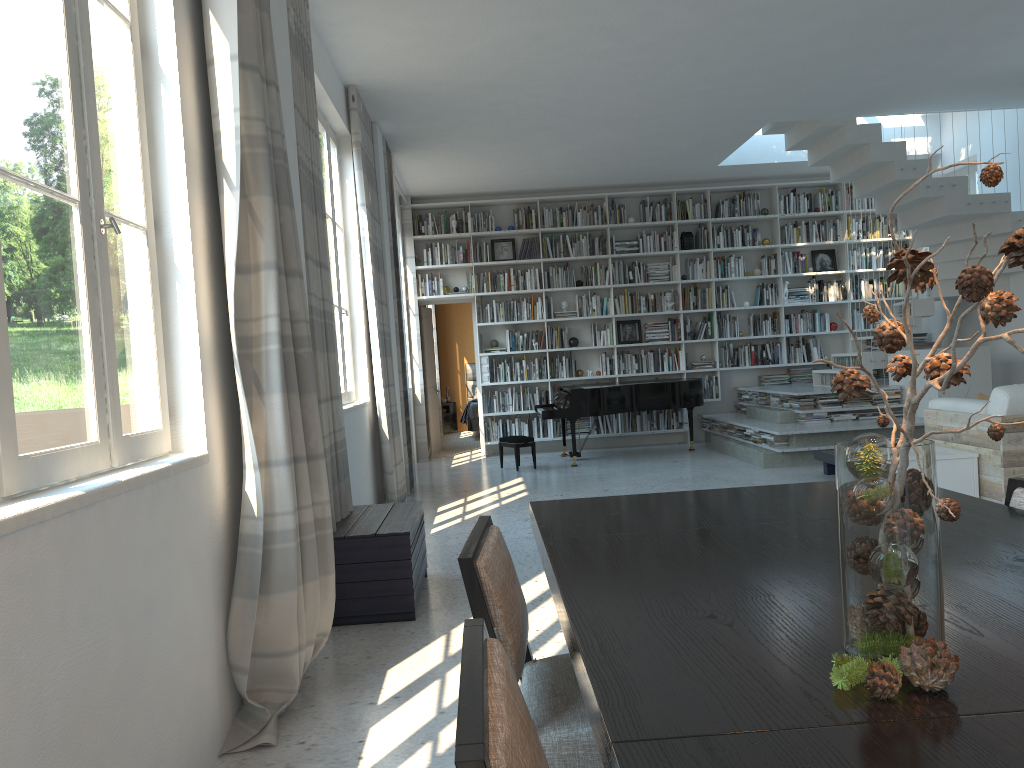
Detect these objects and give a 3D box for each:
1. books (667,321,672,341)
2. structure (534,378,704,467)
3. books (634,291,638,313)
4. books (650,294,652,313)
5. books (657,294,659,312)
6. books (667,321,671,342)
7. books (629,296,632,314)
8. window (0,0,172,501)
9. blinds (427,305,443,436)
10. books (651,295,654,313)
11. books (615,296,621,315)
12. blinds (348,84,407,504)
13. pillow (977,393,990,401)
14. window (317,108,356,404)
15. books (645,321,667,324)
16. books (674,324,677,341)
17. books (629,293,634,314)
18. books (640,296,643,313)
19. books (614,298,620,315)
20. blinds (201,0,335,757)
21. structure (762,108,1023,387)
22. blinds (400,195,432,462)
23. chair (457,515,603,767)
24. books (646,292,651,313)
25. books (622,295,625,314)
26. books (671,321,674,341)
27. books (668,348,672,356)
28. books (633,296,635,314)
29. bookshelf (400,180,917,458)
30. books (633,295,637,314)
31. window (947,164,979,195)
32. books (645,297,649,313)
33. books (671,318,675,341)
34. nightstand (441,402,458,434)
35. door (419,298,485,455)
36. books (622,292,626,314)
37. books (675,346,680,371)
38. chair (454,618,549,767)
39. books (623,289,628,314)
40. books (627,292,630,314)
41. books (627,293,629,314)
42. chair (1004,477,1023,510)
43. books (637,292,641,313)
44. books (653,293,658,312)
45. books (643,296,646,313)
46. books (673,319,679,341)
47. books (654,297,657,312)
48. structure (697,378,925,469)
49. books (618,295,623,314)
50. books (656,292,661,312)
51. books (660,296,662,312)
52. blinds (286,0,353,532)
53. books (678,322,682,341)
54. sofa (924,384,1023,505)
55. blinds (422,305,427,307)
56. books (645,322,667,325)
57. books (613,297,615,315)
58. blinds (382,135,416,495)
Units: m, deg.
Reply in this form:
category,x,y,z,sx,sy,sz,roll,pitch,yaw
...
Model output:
category,x,y,z,sx,sy,sz,roll,pitch,yaw
books,1.972,-0.658,11.082,0.011,0.261,0.184,-4,2,-2
structure,1.258,0.407,9.983,1.918,0.833,1.334,-4,2,-2
books,1.548,-1.010,11.058,0.013,0.284,0.176,-4,2,-2
books,1.717,-0.997,11.063,0.010,0.234,0.174,-4,2,-2
books,1.804,-1.001,11.083,0.025,0.230,0.143,-4,2,-2
books,1.960,-0.654,11.085,0.012,0.254,0.161,-4,2,-2
books,1.465,-0.978,11.070,0.024,0.228,0.147,-4,2,-2
window,-1.088,-0.749,1.734,0.042,2.010,1.982,-4,2,-2
blinds,-1.330,-0.755,15.079,0.140,3.232,0.776,-4,2,-2
books,1.737,-0.993,11.053,0.029,0.224,0.185,-4,2,-2
books,1.317,-0.975,11.056,0.042,0.242,0.162,-4,2,-2
blinds,-1.057,-0.600,6.993,0.183,3.263,1.025,-4,2,-3
pillow,2.772,0.214,5.011,0.200,0.339,0.462,-4,2,-8
window,-17.673,-7.352,14.295,32.804,18.548,18.522,-4,2,2
books,1.797,-0.764,11.076,0.254,0.012,0.161,-4,1,2
books,2.036,-0.641,11.100,0.021,0.217,0.132,-4,2,-2
books,1.490,-0.995,11.077,0.028,0.259,0.134,-4,2,-2
books,1.607,-0.981,11.061,0.024,0.216,0.175,-4,2,-2
books,1.300,-0.957,11.045,0.053,0.209,0.156,-4,2,-2
blinds,-0.897,-0.411,3.003,0.359,3.054,0.845,-4,2,3
structure,3.765,-1.343,9.320,2.613,3.383,1.953,-4,2,-2
blinds,-1.197,-0.669,11.113,0.140,3.232,0.776,-4,2,-2
chair,0.218,0.691,1.874,0.570,0.783,0.479,-4,2,3
books,1.704,-1.008,11.067,0.014,0.259,0.161,-4,2,-2
books,1.379,-0.978,11.061,0.029,0.240,0.155,-4,2,-2
books,1.995,-0.658,11.094,0.013,0.256,0.162,-4,2,-2
books,1.984,-0.304,11.116,0.010,0.284,0.132,-4,2,-2
books,1.511,-0.980,11.058,0.012,0.228,0.169,-4,2,-2
bookshelf,1.875,-0.797,11.019,6.296,3.144,0.330,-4,2,-2
books,1.530,-0.986,11.065,0.025,0.236,0.137,-4,2,-2
window,5.263,-1.885,10.092,0.042,1.227,1.117,-4,2,-2
books,1.674,-0.976,11.076,0.050,0.199,0.145,-4,2,-2
books,2.005,-0.674,11.093,0.011,0.288,0.152,-4,2,-2
nightstand,-1.268,0.591,15.253,0.650,0.518,0.430,-4,2,1
door,-0.832,-0.074,11.569,0.834,1.982,0.786,-4,2,-2
books,1.397,-1.001,11.074,0.010,0.284,0.136,-4,2,-2
books,2.073,-0.318,11.109,0.011,0.300,0.149,-4,2,-2
chair,0.249,0.709,1.049,0.570,0.783,0.480,-4,2,-2
books,1.410,-1.018,11.030,0.014,0.317,0.188,-4,2,-2
books,1.447,-1.002,11.046,0.010,0.281,0.170,-4,2,-2
books,1.425,-0.994,11.031,0.015,0.267,0.189,-4,2,-2
chair,1.027,0.639,1.899,0.570,0.783,0.480,-4,2,-12
books,1.569,-1.004,11.045,0.028,0.268,0.189,-4,2,-2
books,1.786,-1.006,11.046,0.012,0.245,0.186,-4,2,-2
books,1.634,-0.982,11.063,0.030,0.215,0.168,-4,2,-2
books,2.050,-0.673,11.082,0.011,0.279,0.186,-4,2,-2
books,1.767,-0.983,11.057,0.029,0.200,0.178,-4,2,-2
structure,3.723,0.349,9.758,2.899,0.659,3.111,-4,1,-2
books,1.351,-0.980,11.066,0.026,0.248,0.139,-4,2,-2
books,1.828,-1.016,11.065,0.025,0.259,0.150,-4,2,-2
books,1.852,-0.992,11.083,0.022,0.207,0.114,-4,2,-2
blinds,-0.956,-0.543,4.313,0.132,3.263,0.722,-4,2,-3
books,2.074,-0.649,11.073,0.034,0.229,0.199,-4,2,-2
sofa,3.609,0.357,5.034,2.194,0.854,0.871,-4,2,-2
blinds,-1.237,-0.695,12.290,0.140,3.232,0.776,-4,2,-2
books,1.798,-0.752,11.079,0.254,0.012,0.161,-4,1,-5
books,1.267,-0.969,11.068,0.011,0.235,0.141,-4,2,-2
blinds,-1.104,-0.609,8.323,0.140,3.232,0.776,-4,2,-2
